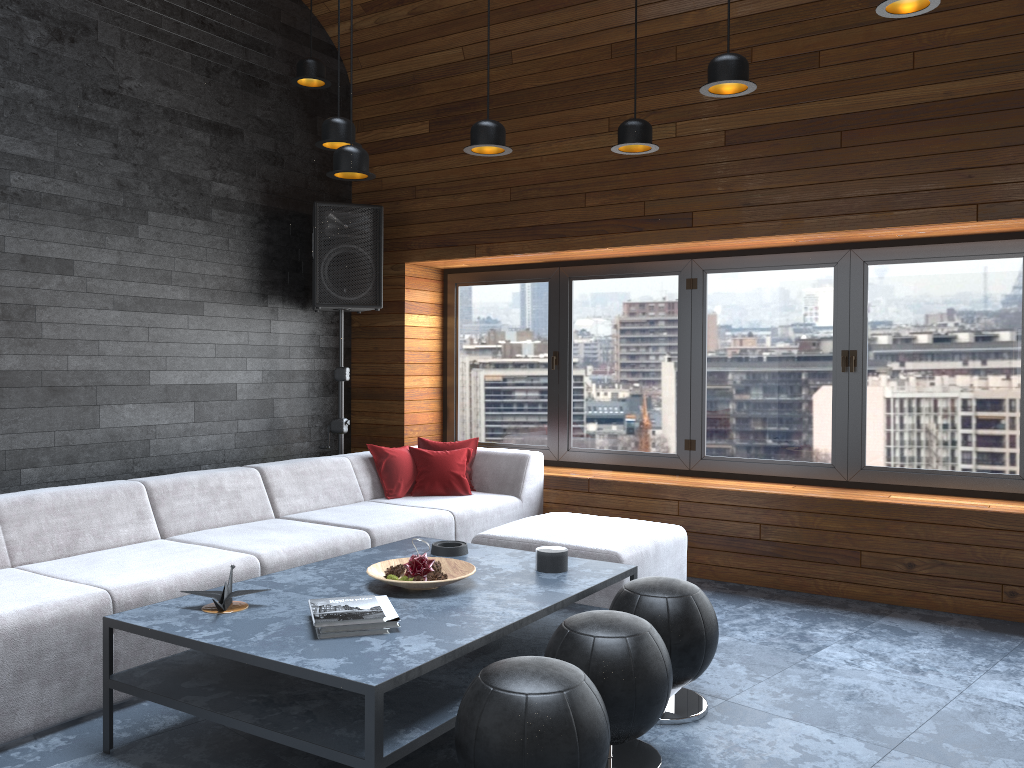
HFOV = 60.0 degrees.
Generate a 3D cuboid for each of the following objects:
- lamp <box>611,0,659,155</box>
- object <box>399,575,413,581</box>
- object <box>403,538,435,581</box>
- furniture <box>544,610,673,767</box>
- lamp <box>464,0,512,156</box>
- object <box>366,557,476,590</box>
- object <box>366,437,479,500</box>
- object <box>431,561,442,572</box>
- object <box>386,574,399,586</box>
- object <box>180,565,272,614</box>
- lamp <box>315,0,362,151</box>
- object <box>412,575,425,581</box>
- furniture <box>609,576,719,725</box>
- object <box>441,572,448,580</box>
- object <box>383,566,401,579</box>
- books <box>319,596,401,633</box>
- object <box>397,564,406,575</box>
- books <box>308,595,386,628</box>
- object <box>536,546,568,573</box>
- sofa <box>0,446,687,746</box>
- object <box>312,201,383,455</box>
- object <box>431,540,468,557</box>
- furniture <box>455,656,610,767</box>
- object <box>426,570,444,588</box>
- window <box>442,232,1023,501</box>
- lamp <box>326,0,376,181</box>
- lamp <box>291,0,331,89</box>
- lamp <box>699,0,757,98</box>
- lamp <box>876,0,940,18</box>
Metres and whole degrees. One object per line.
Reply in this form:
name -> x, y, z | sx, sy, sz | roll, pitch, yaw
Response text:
lamp -> 0.548, -2.037, 3.888 | 0.210, 2.002, 0.210 | 0, 1, -21
object -> -0.366, 0.705, 3.159 | 0.081, 0.034, 0.073 | 1, 1, 20
object -> -0.340, 0.641, 3.240 | 0.118, 0.172, 0.105 | 0, 1, -6
furniture -> 0.293, 0.944, 2.745 | 0.401, 0.462, 0.402 | 0, 1, -38
lamp -> -0.097, -2.023, 3.806 | 0.210, 2.034, 0.210 | 0, 1, -21
object -> -0.329, 0.701, 3.223 | 0.395, 0.061, 0.395 | 1, 1, 24
object -> -0.496, 0.528, 5.502 | 0.528, 0.354, 0.742 | 1, 1, 32
object -> -0.293, 0.686, 3.303 | 0.062, 0.062, 0.060 | 0, 1, -7
object -> -0.419, 0.690, 3.122 | 0.048, 0.039, 0.039 | 1, 1, 28
object -> -0.938, 0.676, 2.897 | 0.250, 0.117, 0.240 | 1, 1, 40
lamp -> -0.788, -2.107, 4.043 | 0.210, 2.036, 0.210 | 0, 1, -21
object -> -0.329, 0.696, 3.123 | 0.042, 0.042, 0.043 | 1, 1, 35
furniture -> 0.542, 0.936, 3.209 | 0.401, 0.462, 0.402 | 0, 1, -18
object -> -0.255, 0.704, 3.213 | 0.043, 0.042, 0.042 | 1, 1, 26
object -> -0.434, 0.688, 3.213 | 0.061, 0.062, 0.064 | 0, 1, -27
books -> -0.489, 0.714, 2.762 | 0.239, 0.021, 0.299 | 0, 1, -16
object -> -0.416, 0.688, 3.290 | 0.042, 0.042, 0.044 | 1, 1, 32
books -> -0.510, 0.695, 2.723 | 0.210, 0.017, 0.265 | 0, 1, -16
object -> 0.156, 0.689, 3.481 | 0.126, 0.081, 0.126 | 0, 1, 4
sofa -> -0.739, 0.801, 3.906 | 2.205, 0.693, 4.035 | 1, 1, 32
object -> -1.221, -0.045, 5.976 | 0.639, 2.298, 0.686 | 0, 1, -20
object -> -0.266, 0.701, 3.782 | 0.160, 0.040, 0.160 | 1, 1, 9
furniture -> 0.052, 0.951, 2.296 | 0.402, 0.462, 0.401 | -1, 1, -43
object -> -0.272, 0.690, 3.134 | 0.061, 0.061, 0.063 | 1, 1, 31
window -> 1.956, -0.107, 5.144 | 5.936, 1.522, 0.101 | 1, 1, 32
lamp -> -0.684, -2.030, 3.790 | 0.210, 2.273, 0.210 | 0, 1, -21
lamp -> -1.065, -2.286, 4.708 | 0.210, 1.369, 0.210 | 0, 1, -21
lamp -> 0.822, -2.069, 3.332 | 0.210, 1.911, 0.210 | 0, 1, -21
lamp -> 1.415, -2.128, 3.147 | 0.210, 1.565, 0.210 | 0, 1, -21
